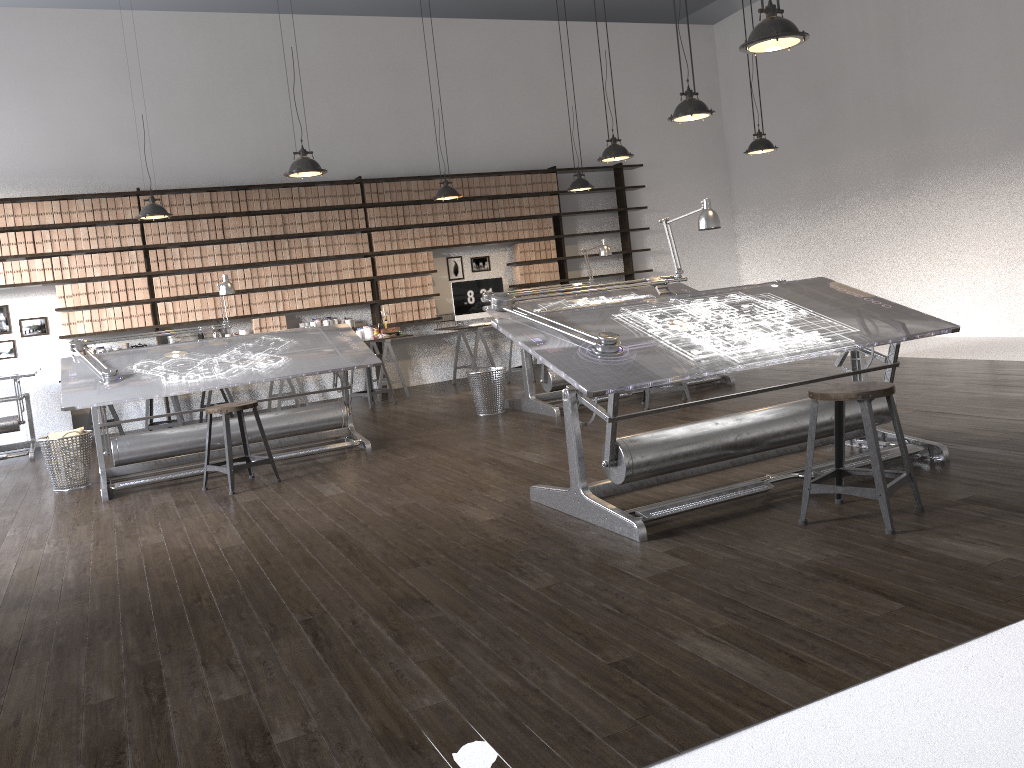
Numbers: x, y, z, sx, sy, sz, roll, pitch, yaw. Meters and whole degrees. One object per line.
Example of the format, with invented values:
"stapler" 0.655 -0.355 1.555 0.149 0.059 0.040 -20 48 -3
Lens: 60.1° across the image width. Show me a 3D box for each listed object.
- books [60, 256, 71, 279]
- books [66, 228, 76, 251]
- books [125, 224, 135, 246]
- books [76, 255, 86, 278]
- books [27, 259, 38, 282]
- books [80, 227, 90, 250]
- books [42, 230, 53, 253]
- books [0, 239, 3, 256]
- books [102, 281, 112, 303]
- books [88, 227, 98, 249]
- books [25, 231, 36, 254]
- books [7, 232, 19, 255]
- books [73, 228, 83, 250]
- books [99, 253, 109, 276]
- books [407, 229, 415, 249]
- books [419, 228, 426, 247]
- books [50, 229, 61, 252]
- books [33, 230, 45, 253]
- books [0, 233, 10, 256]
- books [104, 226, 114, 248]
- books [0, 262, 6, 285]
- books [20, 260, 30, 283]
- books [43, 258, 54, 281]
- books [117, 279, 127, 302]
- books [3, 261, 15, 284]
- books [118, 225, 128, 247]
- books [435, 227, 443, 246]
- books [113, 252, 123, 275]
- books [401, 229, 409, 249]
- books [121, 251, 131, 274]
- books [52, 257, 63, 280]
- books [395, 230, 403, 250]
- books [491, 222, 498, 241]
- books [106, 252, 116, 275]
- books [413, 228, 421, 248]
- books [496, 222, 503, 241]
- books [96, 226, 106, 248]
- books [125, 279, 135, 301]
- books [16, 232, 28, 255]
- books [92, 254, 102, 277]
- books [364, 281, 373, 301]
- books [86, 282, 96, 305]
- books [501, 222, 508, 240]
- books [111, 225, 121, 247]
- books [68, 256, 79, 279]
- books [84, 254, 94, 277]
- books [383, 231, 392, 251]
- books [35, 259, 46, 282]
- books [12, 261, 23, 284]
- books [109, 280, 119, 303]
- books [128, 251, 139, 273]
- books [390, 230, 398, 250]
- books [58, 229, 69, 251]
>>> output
"books" -4.419 -1.145 8.771 0.067 0.225 0.174 -8 5 -24
"books" -4.375 -1.422 8.787 0.067 0.225 0.175 -8 5 -24
"books" -3.888 -1.502 9.015 0.067 0.225 0.175 -8 5 -24
"books" -4.295 -1.166 8.831 0.067 0.225 0.175 -8 5 -24
"books" -4.677 -1.096 8.654 0.067 0.225 0.175 -8 5 -24
"books" -4.259 -1.441 8.844 0.067 0.225 0.175 -8 5 -24
"books" -4.564 -1.391 8.702 0.067 0.225 0.174 -8 5 -24
"books" -4.952 -1.327 8.520 0.067 0.225 0.175 -8 5 -24
"books" -4.085 -0.921 8.926 0.067 0.225 0.174 -8 5 -24
"books" -4.194 -1.452 8.872 0.067 0.225 0.175 -8 5 -24
"books" -4.695 -1.370 8.640 0.067 0.225 0.175 -8 5 -24
"books" -4.832 -1.348 8.581 0.067 0.225 0.175 -8 5 -24
"books" -4.317 -1.432 8.819 0.067 0.225 0.175 -8 5 -24
"books" -4.109 -1.197 8.916 0.067 0.225 0.175 -8 5 -24
"books" -1.192 -1.675 10.258 0.067 0.225 0.175 -8 5 -24
"books" -1.072 -1.695 10.317 0.067 0.225 0.175 -8 5 -24
"books" -4.502 -1.402 8.735 0.067 0.225 0.174 -8 5 -24
"books" -4.630 -1.381 8.676 0.067 0.225 0.175 -8 5 -24
"books" -4.887 -1.338 8.550 0.067 0.225 0.175 -8 5 -24
"books" -4.070 -1.473 8.935 0.067 0.225 0.174 -8 5 -24
"books" -4.924 -1.055 8.537 0.067 0.225 0.174 -8 5 -24
"books" -4.735 -1.086 8.622 0.067 0.225 0.175 -8 5 -24
"books" -4.554 -1.116 8.707 0.067 0.225 0.175 -8 5 -24
"books" -3.953 -0.942 8.986 0.067 0.225 0.175 -8 5 -24
"books" -4.862 -1.066 8.570 0.067 0.225 0.174 -8 5 -24
"books" -3.946 -1.493 8.990 0.067 0.225 0.175 -8 5 -24
"books" -0.888 -1.725 10.404 0.067 0.225 0.174 -8 5 -24
"books" -3.989 -1.216 8.973 0.067 0.225 0.175 -8 5 -24
"books" -1.257 -1.664 10.232 0.067 0.225 0.175 -8 5 -24
"books" -3.925 -1.227 9.003 0.067 0.225 0.174 -8 5 -24
"books" -4.483 -1.134 8.738 0.067 0.225 0.175 -8 5 -24
"books" -1.321 -1.654 10.205 0.067 0.225 0.174 -8 5 -24
"books" -0.248 -1.829 10.691 0.067 0.225 0.175 -8 5 -24
"books" -4.047 -1.206 8.940 0.067 0.225 0.175 -8 5 -24
"books" -1.128 -1.685 10.290 0.067 0.225 0.175 -8 5 -24
"books" -0.183 -1.840 10.722 0.067 0.225 0.175 -8 5 -24
"books" -4.132 -1.463 8.905 0.067 0.225 0.175 -8 5 -24
"books" -3.889 -0.954 9.021 0.067 0.225 0.175 -8 5 -24
"books" -4.765 -1.359 8.614 0.067 0.225 0.175 -8 5 -24
"books" -4.165 -1.187 8.889 0.067 0.225 0.175 -8 5 -24
"books" -1.650 -1.048 10.052 0.067 0.225 0.175 -8 5 -24
"books" -4.215 -0.900 8.870 0.067 0.225 0.175 -8 5 -24
"books" -0.120 -1.851 10.755 0.067 0.225 0.174 -8 5 -24
"books" -4.004 -1.483 8.958 0.067 0.225 0.175 -8 5 -24
"books" -4.358 -1.156 8.804 0.067 0.225 0.174 -8 5 -24
"books" -4.230 -1.176 8.857 0.067 0.225 0.175 -8 5 -24
"books" -1.446 -1.633 10.139 0.067 0.225 0.175 -8 5 -24
"books" -4.620 -1.105 8.679 0.067 0.225 0.175 -8 5 -24
"books" -4.798 -1.076 8.600 0.067 0.225 0.175 -8 5 -24
"books" -4.023 -0.932 8.959 0.067 0.225 0.175 -8 5 -24
"books" -3.859 -1.237 9.028 0.067 0.225 0.174 -8 5 -24
"books" -1.382 -1.644 10.172 0.067 0.225 0.174 -8 5 -24
"books" -4.438 -1.412 8.764 0.067 0.225 0.175 -8 5 -24
